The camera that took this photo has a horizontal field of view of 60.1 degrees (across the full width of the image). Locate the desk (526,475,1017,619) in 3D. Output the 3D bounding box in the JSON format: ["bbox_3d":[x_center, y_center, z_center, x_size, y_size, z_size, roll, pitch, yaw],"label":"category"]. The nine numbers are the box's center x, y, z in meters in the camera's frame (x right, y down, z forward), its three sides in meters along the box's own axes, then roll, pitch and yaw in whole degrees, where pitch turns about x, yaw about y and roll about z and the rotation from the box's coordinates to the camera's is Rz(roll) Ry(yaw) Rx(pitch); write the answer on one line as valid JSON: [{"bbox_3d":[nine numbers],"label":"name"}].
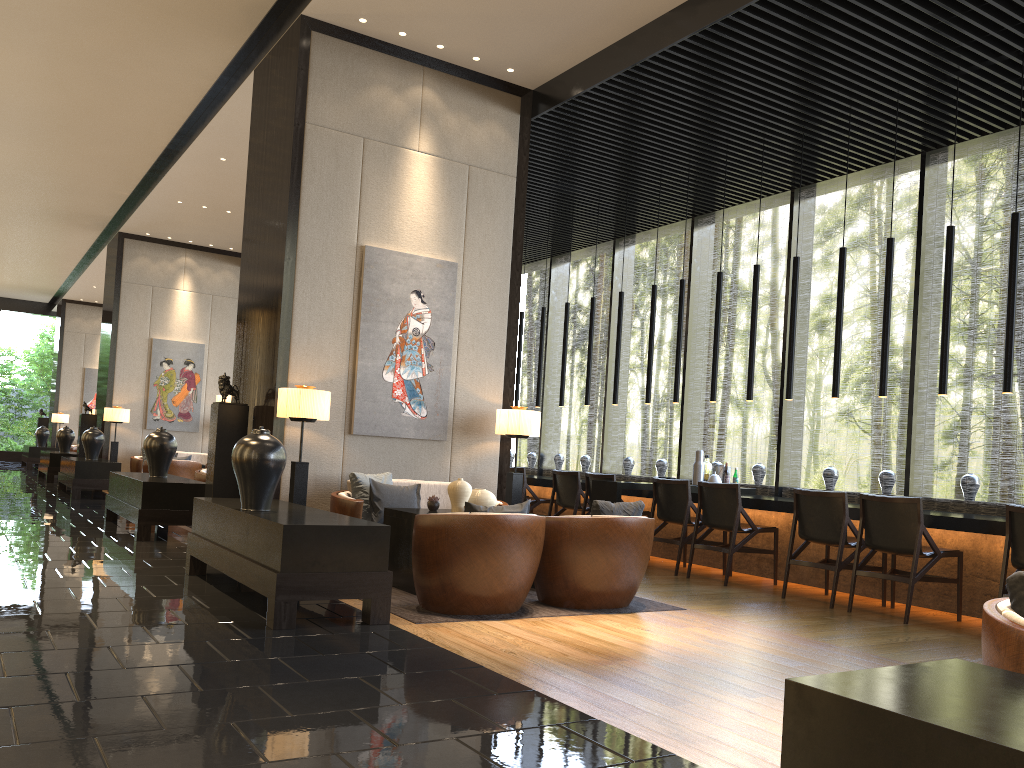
[{"bbox_3d":[-1.038,1.539,12.704,1.784,0.758,28.738,6,-5,-32],"label":"desk"}]

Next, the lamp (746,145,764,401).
[{"bbox_3d":[2.266,-1.048,8.201,0.060,2.416,0.060,5,-2,-37],"label":"lamp"}]

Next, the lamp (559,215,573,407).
[{"bbox_3d":[0.672,-0.932,10.742,0.060,2.416,0.060,5,-2,-37],"label":"lamp"}]

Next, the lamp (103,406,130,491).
[{"bbox_3d":[-6.300,1.032,14.027,0.375,1.348,0.375,4,-2,-13],"label":"lamp"}]

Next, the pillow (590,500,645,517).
[{"bbox_3d":[0.637,0.906,5.580,0.400,0.361,0.222,6,-3,-31],"label":"pillow"}]

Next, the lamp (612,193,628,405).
[{"bbox_3d":[1.219,-0.972,9.870,0.060,2.416,0.060,5,-2,-37],"label":"lamp"}]

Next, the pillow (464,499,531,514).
[{"bbox_3d":[-0.087,0.827,5.123,0.442,0.337,0.205,5,-3,-25],"label":"pillow"}]

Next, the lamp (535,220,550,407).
[{"bbox_3d":[0.399,-0.912,11.176,0.060,2.416,0.060,5,-2,-37],"label":"lamp"}]

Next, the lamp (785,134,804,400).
[{"bbox_3d":[2.509,-1.066,7.814,0.060,2.416,0.060,5,-2,-37],"label":"lamp"}]

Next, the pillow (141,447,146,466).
[{"bbox_3d":[-5.776,1.217,14.312,0.201,0.399,0.434,2,-4,36],"label":"pillow"}]

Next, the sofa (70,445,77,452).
[{"bbox_3d":[-10.252,1.793,22.046,1.452,0.692,0.603,6,-4,-32],"label":"sofa"}]

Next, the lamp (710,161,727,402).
[{"bbox_3d":[2.019,-1.030,8.595,0.060,2.416,0.060,5,-2,-37],"label":"lamp"}]

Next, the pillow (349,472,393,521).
[{"bbox_3d":[-1.060,0.875,6.797,0.201,0.399,0.434,2,-4,36],"label":"pillow"}]

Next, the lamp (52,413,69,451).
[{"bbox_3d":[-11.080,1.379,21.644,0.375,1.348,0.375,4,-2,-2],"label":"lamp"}]

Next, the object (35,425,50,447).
[{"bbox_3d":[-10.922,1.207,20.581,0.312,0.492,0.312,4,-2,-13],"label":"object"}]

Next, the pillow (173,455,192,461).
[{"bbox_3d":[-4.803,1.169,12.638,0.442,0.337,0.205,5,-3,-25],"label":"pillow"}]

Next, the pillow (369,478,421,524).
[{"bbox_3d":[-0.893,0.899,6.718,0.473,0.360,0.219,6,-3,-35],"label":"pillow"}]

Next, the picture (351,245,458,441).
[{"bbox_3d":[-0.863,-0.311,7.222,0.836,1.499,0.037,5,-2,-32],"label":"picture"}]

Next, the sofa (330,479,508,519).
[{"bbox_3d":[-0.738,1.103,6.885,1.452,0.692,0.603,6,-4,-32],"label":"sofa"}]

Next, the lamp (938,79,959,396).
[{"bbox_3d":[3.270,-1.121,6.601,0.060,2.416,0.060,4,-2,-27],"label":"lamp"}]

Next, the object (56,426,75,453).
[{"bbox_3d":[-8.168,1.007,16.192,0.312,0.492,0.312,4,-2,-13],"label":"object"}]

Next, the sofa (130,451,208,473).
[{"bbox_3d":[-5.454,1.445,14.401,1.452,0.692,0.603,6,-4,-32],"label":"sofa"}]

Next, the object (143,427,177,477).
[{"bbox_3d":[-3.451,0.665,8.676,0.311,0.492,0.312,2,-3,39],"label":"object"}]

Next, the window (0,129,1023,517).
[{"bbox_3d":[-4.820,-0.583,10.910,12.083,4.219,31.891,6,-5,-32],"label":"window"}]

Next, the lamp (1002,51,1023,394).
[{"bbox_3d":[3.525,-1.139,6.196,0.060,2.416,0.060,5,-2,-37],"label":"lamp"}]

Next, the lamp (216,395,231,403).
[{"bbox_3d":[-2.517,0.774,7.997,0.374,1.317,0.376,3,-2,12],"label":"lamp"}]

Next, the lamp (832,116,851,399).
[{"bbox_3d":[2.767,-1.084,7.403,0.060,2.416,0.060,5,-2,-37],"label":"lamp"}]

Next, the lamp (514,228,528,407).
[{"bbox_3d":[0.129,-0.893,11.607,0.060,2.416,0.060,5,-2,-37],"label":"lamp"}]

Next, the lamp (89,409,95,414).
[{"bbox_3d":[-7.261,1.102,15.558,0.375,1.348,0.375,4,-2,-13],"label":"lamp"}]

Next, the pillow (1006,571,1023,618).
[{"bbox_3d":[1.519,0.694,2.412,0.400,0.361,0.222,6,-3,-31],"label":"pillow"}]

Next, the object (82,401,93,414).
[{"bbox_3d":[-7.034,0.393,14.664,0.162,0.217,0.102,6,-3,-44],"label":"object"}]

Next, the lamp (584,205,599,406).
[{"bbox_3d":[0.945,-0.952,10.307,0.060,2.416,0.060,5,-2,-37],"label":"lamp"}]

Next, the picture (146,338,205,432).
[{"bbox_3d":[-5.616,0.033,14.796,0.836,1.499,0.037,5,-2,-32],"label":"picture"}]

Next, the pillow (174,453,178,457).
[{"bbox_3d":[-5.610,1.241,14.234,0.473,0.360,0.219,6,-3,-35],"label":"pillow"}]

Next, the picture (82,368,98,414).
[{"bbox_3d":[-10.404,0.381,22.427,0.836,1.499,0.037,5,-2,-32],"label":"picture"}]

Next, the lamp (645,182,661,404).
[{"bbox_3d":[1.512,-0.993,9.403,0.060,2.416,0.060,5,-2,-37],"label":"lamp"}]

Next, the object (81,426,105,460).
[{"bbox_3d":[-6.120,0.858,12.929,0.312,0.492,0.312,4,-2,-13],"label":"object"}]

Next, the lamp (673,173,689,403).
[{"bbox_3d":[1.742,-1.010,9.038,0.060,2.416,0.060,5,-2,-37],"label":"lamp"}]

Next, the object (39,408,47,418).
[{"bbox_3d":[-11.798,0.726,22.263,0.176,0.245,0.115,5,-2,-27],"label":"object"}]

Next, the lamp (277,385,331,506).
[{"bbox_3d":[-1.555,0.689,6.466,0.374,1.345,0.376,3,-2,19],"label":"lamp"}]

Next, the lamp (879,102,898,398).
[{"bbox_3d":[3.004,-1.101,7.026,0.060,2.416,0.060,5,-2,-37],"label":"lamp"}]

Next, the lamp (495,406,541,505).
[{"bbox_3d":[0.019,0.868,7.455,0.375,1.348,0.375,4,-2,-2],"label":"lamp"}]
